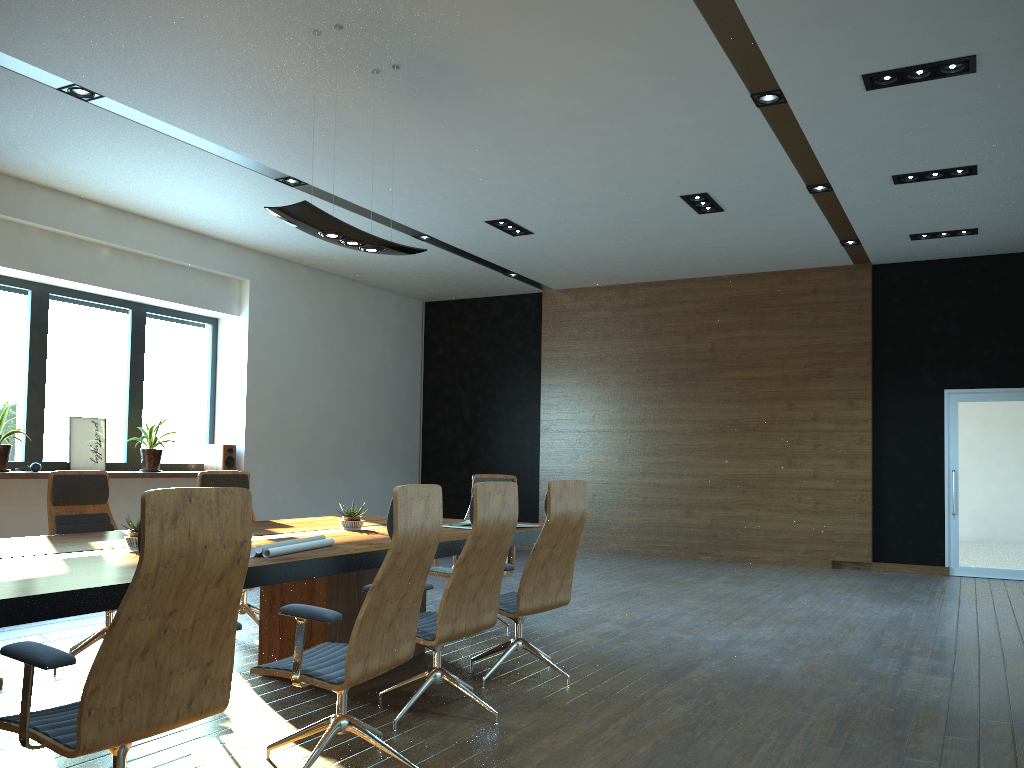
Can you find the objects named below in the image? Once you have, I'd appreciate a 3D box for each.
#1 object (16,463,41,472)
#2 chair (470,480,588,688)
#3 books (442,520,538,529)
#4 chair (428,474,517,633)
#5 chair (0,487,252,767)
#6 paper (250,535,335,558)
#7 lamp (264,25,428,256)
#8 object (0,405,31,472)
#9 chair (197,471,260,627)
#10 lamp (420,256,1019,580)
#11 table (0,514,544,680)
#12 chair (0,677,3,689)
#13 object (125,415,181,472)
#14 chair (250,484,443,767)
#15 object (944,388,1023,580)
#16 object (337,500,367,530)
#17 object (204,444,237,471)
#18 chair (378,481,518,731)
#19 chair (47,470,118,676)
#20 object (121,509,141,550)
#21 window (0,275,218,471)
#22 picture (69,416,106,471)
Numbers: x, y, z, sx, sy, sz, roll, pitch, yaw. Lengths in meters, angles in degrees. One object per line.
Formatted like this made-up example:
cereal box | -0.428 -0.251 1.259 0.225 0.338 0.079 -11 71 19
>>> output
object | -4.520 0.779 8.279 0.209 0.088 0.178 3 -5 -25
chair | 0.045 1.107 5.072 0.696 1.125 0.708 -1 -4 35
books | -0.143 0.904 5.725 0.389 0.033 0.545 -3 -7 39
chair | -0.304 1.233 6.541 0.706 1.125 0.697 -1 -4 30
chair | -1.200 0.875 2.733 0.696 1.125 0.708 -1 -4 29
paper | -1.799 0.665 3.620 2.243 0.083 0.629 3 -6 -22
lamp | -0.956 -1.445 5.384 0.340 1.196 1.200 0 -4 28
object | -4.640 0.486 8.031 0.516 0.619 0.474 -1 -4 33
chair | -1.836 1.167 6.100 0.696 1.125 0.707 -2 -4 43
lamp | 0.921 0.233 9.699 9.394 3.699 16.726 -2 -6 28
table | -1.682 1.141 3.995 1.785 0.795 5.556 -2 -6 28
chair | -2.806 0.991 4.327 0.696 1.125 0.708 -1 -4 30
object | -3.847 0.630 9.479 0.473 0.619 0.516 -2 -5 43
chair | -0.661 0.952 3.487 0.696 1.125 0.708 0 -3 20
object | 5.611 1.134 10.115 1.198 2.155 0.200 -1 -3 28
object | -0.967 0.786 5.349 0.177 0.187 0.153 1 -4 3
object | -3.437 0.874 10.445 0.314 0.321 0.211 -1 -4 28
chair | -0.357 1.031 4.303 0.696 1.125 0.708 -1 -4 28
chair | -2.354 1.077 5.202 0.696 1.125 0.708 -1 -4 28
object | -1.675 0.653 4.007 0.178 0.187 0.153 3 -4 -22
window | -4.423 -0.023 9.239 0.053 1.857 3.472 0 -5 28
picture | -4.406 0.627 9.201 0.057 0.560 0.422 0 -4 28
